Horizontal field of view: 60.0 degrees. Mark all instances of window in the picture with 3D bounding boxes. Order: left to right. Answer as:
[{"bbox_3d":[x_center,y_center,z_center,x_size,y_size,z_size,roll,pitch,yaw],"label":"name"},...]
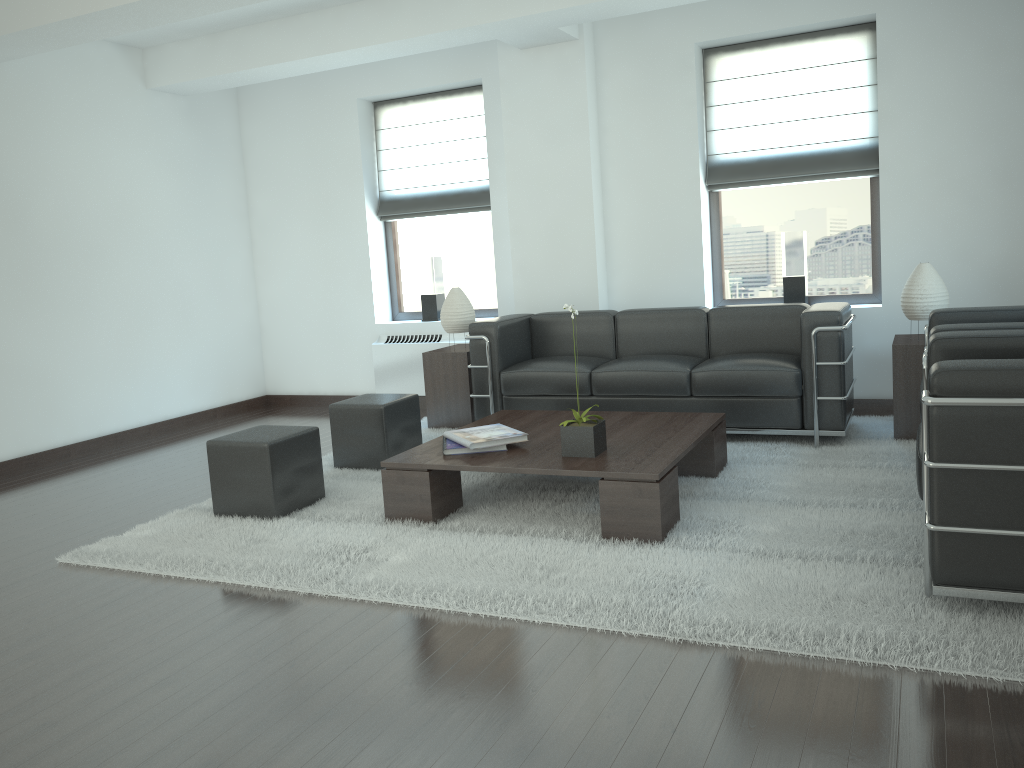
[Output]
[{"bbox_3d":[-0.821,-2.167,10.900,1.700,2.722,0.146,-1,7,25],"label":"window"},{"bbox_3d":[2.894,-2.166,9.154,1.700,2.722,0.146,-1,7,25],"label":"window"}]

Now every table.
[{"bbox_3d":[-0.501,0.033,9.466,0.526,0.842,0.789,-1,8,25],"label":"table"},{"bbox_3d":[0.400,0.594,6.485,1.936,0.439,1.928,0,9,25],"label":"table"},{"bbox_3d":[3.550,0.034,7.562,0.526,0.842,0.789,-1,8,25],"label":"table"}]

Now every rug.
[{"bbox_3d":[0.912,0.714,6.735,6.251,0.110,5.189,0,9,25],"label":"rug"}]

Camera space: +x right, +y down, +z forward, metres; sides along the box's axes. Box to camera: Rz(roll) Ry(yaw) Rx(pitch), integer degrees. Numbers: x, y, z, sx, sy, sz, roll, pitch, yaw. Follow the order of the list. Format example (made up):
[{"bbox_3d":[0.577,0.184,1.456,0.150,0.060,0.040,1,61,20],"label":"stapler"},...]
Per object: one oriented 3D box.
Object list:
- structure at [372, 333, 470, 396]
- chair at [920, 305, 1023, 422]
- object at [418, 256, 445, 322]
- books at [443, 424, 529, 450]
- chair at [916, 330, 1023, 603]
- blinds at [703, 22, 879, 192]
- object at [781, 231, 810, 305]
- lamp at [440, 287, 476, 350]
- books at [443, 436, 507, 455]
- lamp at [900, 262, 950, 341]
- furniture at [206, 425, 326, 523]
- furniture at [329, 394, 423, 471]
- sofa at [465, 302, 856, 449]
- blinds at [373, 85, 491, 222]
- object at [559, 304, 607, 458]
[{"bbox_3d":[-0.995,-0.234,10.638,1.461,0.724,0.194,0,7,25],"label":"structure"},{"bbox_3d":[3.347,0.110,5.932,1.123,1.166,1.652,0,8,25],"label":"chair"},{"bbox_3d":[-0.976,-1.164,10.853,0.238,0.773,0.244,-1,7,25],"label":"object"},{"bbox_3d":[-0.191,0.370,6.295,0.446,0.045,0.519,-7,9,-23],"label":"books"},{"bbox_3d":[2.632,0.376,4.422,1.123,1.166,1.652,0,8,25],"label":"chair"},{"bbox_3d":[2.791,-2.761,8.938,1.686,1.471,0.223,0,7,25],"label":"blinds"},{"bbox_3d":[2.886,-1.163,9.038,0.238,0.773,0.244,-1,7,25],"label":"object"},{"bbox_3d":[-0.569,-0.695,9.326,0.374,0.652,0.376,0,8,29],"label":"lamp"},{"bbox_3d":[-0.272,0.416,6.334,0.446,0.045,0.520,-4,8,-4],"label":"books"},{"bbox_3d":[3.461,-0.693,7.432,0.375,0.652,0.375,-9,8,-35],"label":"lamp"},{"bbox_3d":[-1.814,0.646,6.578,0.588,0.577,0.605,0,8,25],"label":"furniture"},{"bbox_3d":[-1.200,0.415,7.892,0.588,0.577,0.605,0,8,25],"label":"furniture"},{"bbox_3d":[1.347,-0.100,8.319,3.476,1.166,1.128,0,8,25],"label":"sofa"},{"bbox_3d":[-0.923,-2.762,10.684,1.686,1.471,0.223,0,7,25],"label":"blinds"},{"bbox_3d":[0.443,-0.036,5.826,0.252,0.988,0.337,-1,7,25],"label":"object"}]
